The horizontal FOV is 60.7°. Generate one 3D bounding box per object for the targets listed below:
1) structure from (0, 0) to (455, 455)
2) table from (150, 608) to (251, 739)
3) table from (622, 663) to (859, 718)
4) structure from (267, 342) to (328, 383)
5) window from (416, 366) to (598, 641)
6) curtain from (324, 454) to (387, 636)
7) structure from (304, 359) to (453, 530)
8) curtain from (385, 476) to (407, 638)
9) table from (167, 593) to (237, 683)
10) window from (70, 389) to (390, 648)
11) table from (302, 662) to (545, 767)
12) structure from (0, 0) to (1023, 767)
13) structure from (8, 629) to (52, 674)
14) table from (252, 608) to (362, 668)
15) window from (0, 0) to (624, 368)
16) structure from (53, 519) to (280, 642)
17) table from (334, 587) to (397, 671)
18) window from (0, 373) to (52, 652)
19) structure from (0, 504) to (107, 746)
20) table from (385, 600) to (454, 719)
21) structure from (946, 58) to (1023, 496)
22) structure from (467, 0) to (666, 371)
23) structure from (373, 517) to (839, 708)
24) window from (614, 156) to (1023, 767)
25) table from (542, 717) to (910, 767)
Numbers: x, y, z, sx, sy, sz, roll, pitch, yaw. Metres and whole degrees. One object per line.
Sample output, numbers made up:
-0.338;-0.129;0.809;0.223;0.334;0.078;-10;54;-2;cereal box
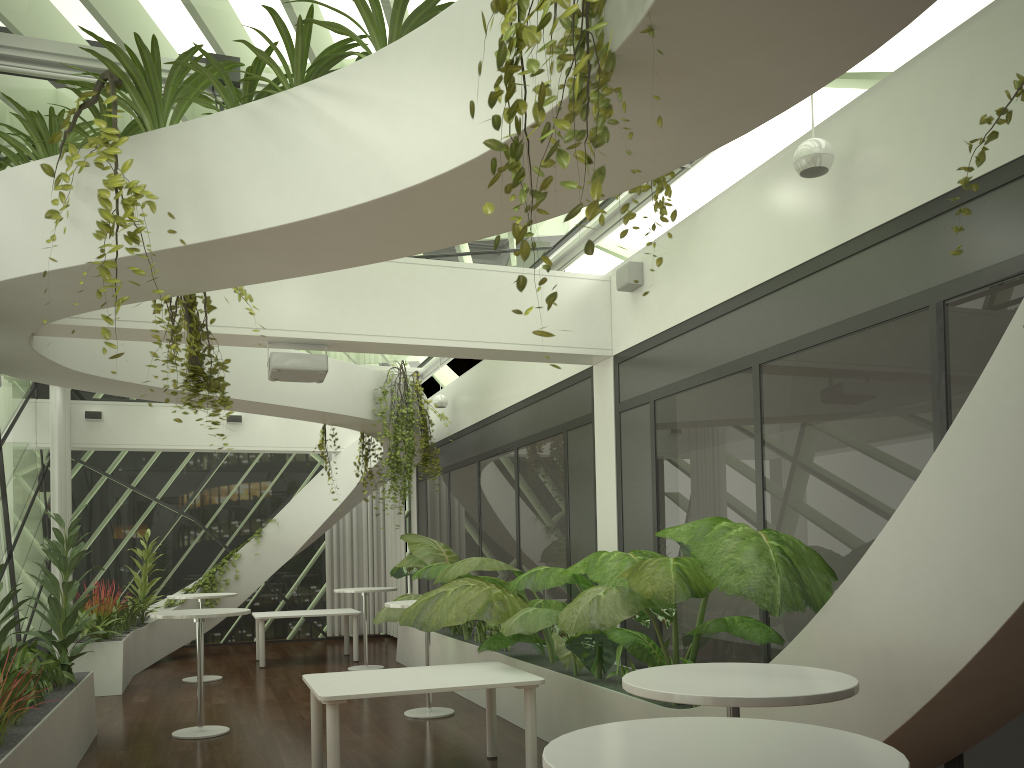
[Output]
-2.048;-0.412;4.802;4.655;2.300;1.453;-7;-7;34;structure
-2.795;2.600;7.889;0.857;1.089;0.864;-3;-5;16;table
0.859;1.652;3.285;0.857;1.089;0.864;2;-6;-34;table
-1.695;-0.173;6.909;0.462;0.274;0.393;2;-8;-19;structure
-0.377;2.112;11.311;0.050;3.210;7.284;-1;-9;-19;window
-2.820;2.560;16.090;1.230;4.064;0.161;0;-2;-20;curtain
-1.642;0.761;10.716;1.444;2.059;1.644;-4;-6;35;structure
-2.061;2.433;15.507;0.160;4.064;1.006;-1;-2;-21;curtain
-3.978;3.261;11.269;0.857;1.089;0.864;-3;-5;16;table
-4.907;2.344;15.612;5.740;4.616;0.038;1;-2;-19;window
-0.637;2.402;6.095;1.501;0.713;1.082;2;-8;-19;table
-0.701;0.577;3.303;5.917;4.179;24.724;1;-11;-13;structure
-4.887;2.864;7.469;0.259;0.499;15.352;0;-10;-19;structure
-3.048;3.749;12.977;1.501;0.713;1.082;2;-8;-19;table
-2.234;-1.480;7.809;5.691;0.054;16.960;2;-11;-19;window
-5.226;2.685;12.306;2.035;1.654;4.834;-3;-10;12;structure
-1.990;3.348;11.966;0.857;1.089;0.864;-3;-5;16;table
-4.852;0.684;6.810;0.084;4.593;16.993;-1;-10;-19;window
-3.272;1.520;5.808;0.854;1.584;3.373;0;-9;-20;structure
-0.806;2.686;8.587;0.857;1.089;0.864;-3;-5;16;table
1.748;-0.675;2.337;0.615;2.103;1.074;-1;-3;-7;structure
-0.403;-0.901;1.078;1.236;1.842;3.234;-4;-9;36;structure
-0.362;2.193;8.142;1.783;1.699;9.028;1;-10;-19;structure
2.109;0.723;4.214;0.050;3.211;7.194;-1;-9;-19;window
0.516;1.442;2.129;0.857;1.089;0.864;2;-6;-34;table
